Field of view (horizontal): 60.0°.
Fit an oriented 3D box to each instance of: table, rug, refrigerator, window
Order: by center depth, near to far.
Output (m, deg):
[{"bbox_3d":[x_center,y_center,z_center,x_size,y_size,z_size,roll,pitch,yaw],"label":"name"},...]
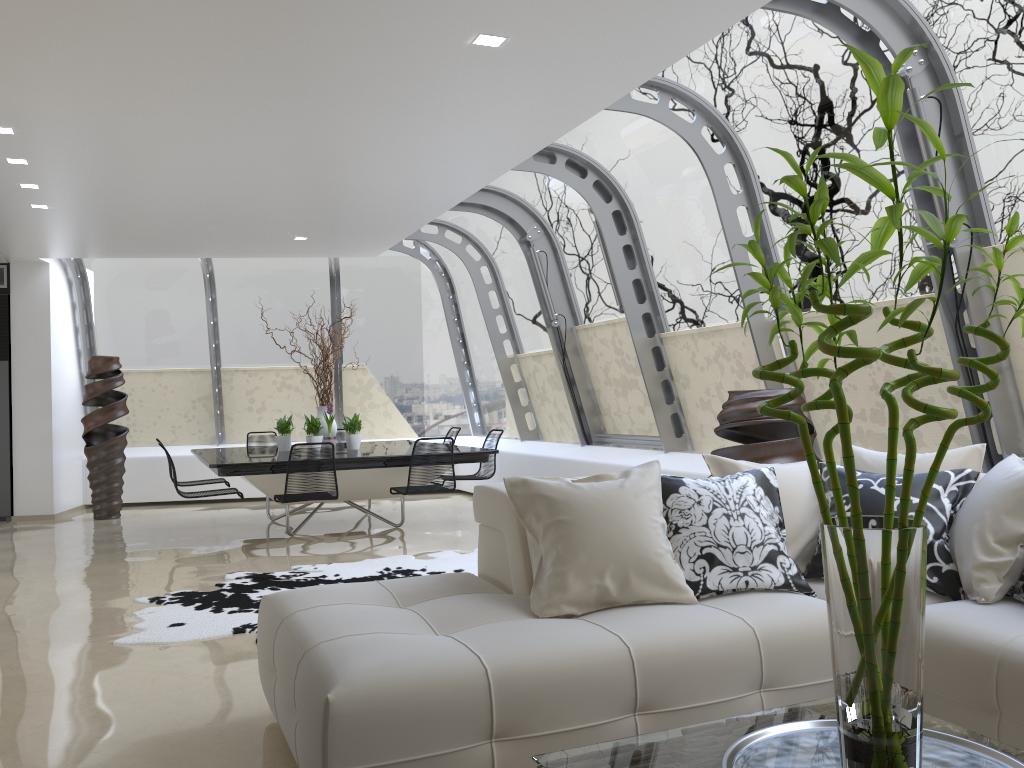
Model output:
[{"bbox_3d":[0.657,1.008,1.726,1.007,0.448,0.923,-1,-1,-22],"label":"table"},{"bbox_3d":[-5.186,-0.011,4.501,16.693,3.674,16.171,-1,-1,-17],"label":"window"},{"bbox_3d":[-0.762,1.325,5.647,3.220,0.008,2.705,-1,-1,-23],"label":"rug"},{"bbox_3d":[-1.815,1.037,8.893,2.494,0.759,3.031,-1,-1,-23],"label":"table"},{"bbox_3d":[-6.143,0.623,9.967,1.006,1.742,0.234,-1,-1,-10],"label":"refrigerator"}]

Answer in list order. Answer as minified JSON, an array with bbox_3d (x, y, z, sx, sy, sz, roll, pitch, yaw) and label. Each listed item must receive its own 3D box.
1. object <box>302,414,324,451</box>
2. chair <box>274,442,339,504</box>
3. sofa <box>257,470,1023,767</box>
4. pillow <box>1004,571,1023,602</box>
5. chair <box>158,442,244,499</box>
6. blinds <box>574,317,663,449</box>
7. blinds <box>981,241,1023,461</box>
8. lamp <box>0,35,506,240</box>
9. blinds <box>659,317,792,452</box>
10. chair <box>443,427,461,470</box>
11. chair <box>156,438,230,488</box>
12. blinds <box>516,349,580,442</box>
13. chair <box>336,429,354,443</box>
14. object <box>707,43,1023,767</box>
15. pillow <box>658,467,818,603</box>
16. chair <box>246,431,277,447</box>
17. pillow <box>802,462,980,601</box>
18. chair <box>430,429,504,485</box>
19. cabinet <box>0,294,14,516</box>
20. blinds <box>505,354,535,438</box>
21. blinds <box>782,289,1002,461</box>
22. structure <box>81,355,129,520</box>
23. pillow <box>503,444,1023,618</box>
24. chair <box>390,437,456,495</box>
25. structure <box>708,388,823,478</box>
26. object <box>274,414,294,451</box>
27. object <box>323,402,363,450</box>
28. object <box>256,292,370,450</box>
[{"bbox_3d":[-1.921,0.471,8.570,0.215,0.369,0.284,-2,-1,11],"label":"object"},{"bbox_3d":[-1.675,0.726,7.232,0.446,0.519,0.688,-1,-1,-23],"label":"chair"},{"bbox_3d":[1.268,0.781,2.259,3.257,0.866,4.169,-1,-1,-23],"label":"sofa"},{"bbox_3d":[1.857,0.506,2.776,0.382,0.467,0.608,-1,-1,-3],"label":"pillow"},{"bbox_3d":[-2.762,0.767,7.869,0.688,0.519,0.446,-1,-1,-23],"label":"chair"},{"bbox_3d":[1.056,0.014,8.258,0.387,1.214,1.376,-1,-1,-23],"label":"blinds"},{"bbox_3d":[2.836,-0.112,4.013,0.387,1.214,1.376,-1,-1,-23],"label":"blinds"},{"bbox_3d":[-4.695,-1.525,2.660,9.775,0.004,9.928,-1,-1,-22],"label":"lamp"},{"bbox_3d":[1.679,0.066,6.851,0.329,1.027,1.430,-1,-1,-23],"label":"blinds"},{"bbox_3d":[-0.936,0.758,10.020,0.688,0.519,0.446,-1,-1,-23],"label":"chair"},{"bbox_3d":[-3.256,0.802,9.046,0.688,0.519,0.446,-1,-1,-23],"label":"chair"},{"bbox_3d":[0.488,0.150,9.689,0.329,1.027,1.430,-1,-1,-23],"label":"blinds"},{"bbox_3d":[-1.965,0.795,10.504,0.446,0.519,0.688,-1,-1,-23],"label":"chair"},{"bbox_3d":[0.740,0.022,1.814,0.673,1.546,0.584,-2,-1,16],"label":"object"},{"bbox_3d":[0.782,0.564,3.343,0.604,0.471,0.394,-1,-1,-7],"label":"pillow"},{"bbox_3d":[-2.818,0.811,10.145,0.446,0.519,0.688,-1,-1,-23],"label":"chair"},{"bbox_3d":[1.439,0.559,3.407,0.599,0.483,0.405,-2,-1,36],"label":"pillow"},{"bbox_3d":[-0.443,0.723,8.843,0.688,0.519,0.446,-1,-1,-23],"label":"chair"},{"bbox_3d":[-6.788,0.304,10.176,2.252,2.558,0.831,-1,-1,-8],"label":"cabinet"},{"bbox_3d":[-0.013,0.724,11.328,0.663,2.118,1.829,-1,-1,-23],"label":"blinds"},{"bbox_3d":[2.274,0.024,5.431,0.329,1.027,1.430,-1,-1,-23],"label":"blinds"},{"bbox_3d":[-4.574,0.604,9.982,0.498,1.843,0.493,-1,-1,-12],"label":"structure"},{"bbox_3d":[1.692,0.499,2.816,3.322,0.530,1.656,-2,-1,37],"label":"pillow"},{"bbox_3d":[-0.755,0.709,7.619,0.446,0.519,0.688,-1,-1,-23],"label":"chair"},{"bbox_3d":[1.502,0.657,5.253,0.674,1.258,0.672,-3,-1,44],"label":"structure"},{"bbox_3d":[-2.279,0.486,8.889,0.215,0.369,0.284,-2,-1,16],"label":"object"},{"bbox_3d":[-1.659,0.418,8.826,0.417,0.476,0.238,-2,-1,5],"label":"object"},{"bbox_3d":[-2.027,-0.112,8.885,1.031,1.549,1.135,-1,-1,-31],"label":"object"}]
